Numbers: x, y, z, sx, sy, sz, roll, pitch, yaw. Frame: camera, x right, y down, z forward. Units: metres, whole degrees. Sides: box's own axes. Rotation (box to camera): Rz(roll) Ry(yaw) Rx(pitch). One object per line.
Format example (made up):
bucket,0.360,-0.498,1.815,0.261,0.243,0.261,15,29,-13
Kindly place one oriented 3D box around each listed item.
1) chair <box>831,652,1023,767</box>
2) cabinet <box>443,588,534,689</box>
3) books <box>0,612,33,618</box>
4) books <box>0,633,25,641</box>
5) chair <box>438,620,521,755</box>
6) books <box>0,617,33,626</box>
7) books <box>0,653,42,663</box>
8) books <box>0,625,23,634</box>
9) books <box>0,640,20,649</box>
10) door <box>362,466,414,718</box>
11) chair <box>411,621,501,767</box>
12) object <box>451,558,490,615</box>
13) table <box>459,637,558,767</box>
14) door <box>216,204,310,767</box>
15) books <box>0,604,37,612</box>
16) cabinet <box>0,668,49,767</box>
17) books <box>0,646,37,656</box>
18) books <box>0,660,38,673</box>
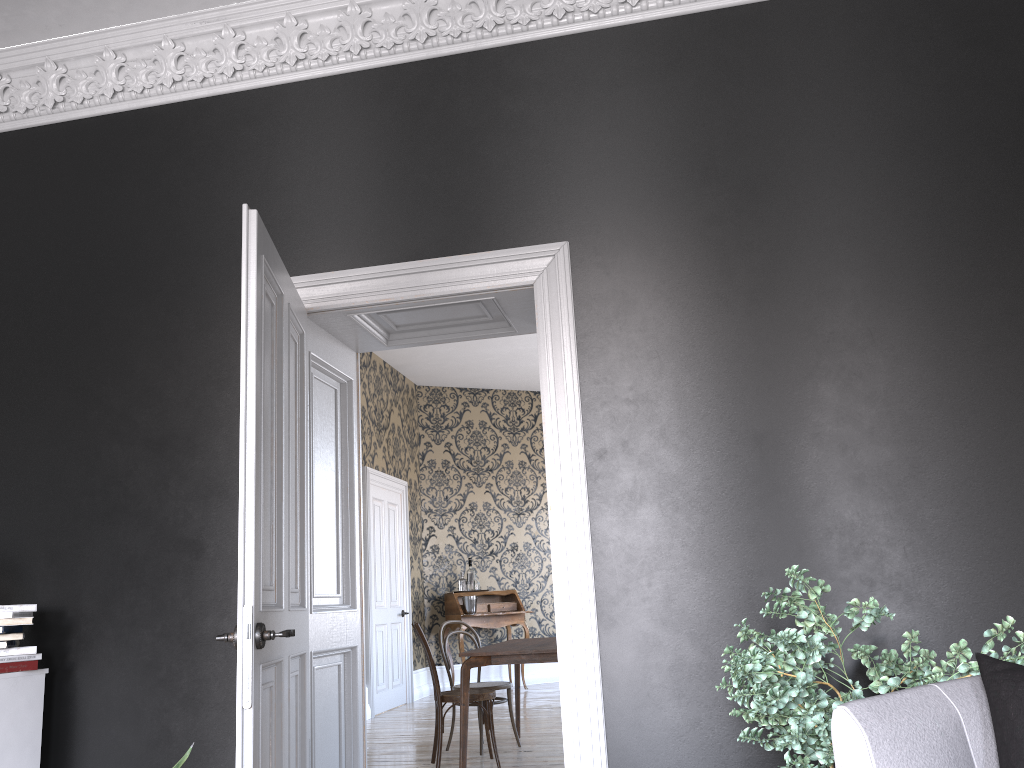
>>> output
chair,1.224,0.986,1.723,0.771,0.859,0.821,7,-17,-38
cabinet,-0.254,3.093,10.710,0.913,1.194,0.908,3,-14,-24
books,-2.166,0.972,3.707,0.220,0.024,0.308,0,-14,-14
books,-2.178,1.054,3.675,0.290,0.030,0.193,-15,-18,40
chair,-0.257,2.223,6.589,0.439,0.919,0.552,8,-17,-41
books,-2.166,0.993,3.681,0.307,0.030,0.221,-15,-18,39
books,-2.142,1.130,3.625,0.229,0.025,0.320,-8,-15,20
books,-2.170,1.021,3.670,0.193,0.030,0.291,0,-14,-15
books,-2.172,1.080,3.660,0.203,0.029,0.270,2,-15,-19
door,-1.344,2.256,9.754,0.136,2.531,1.400,-6,-13,10
chair,-0.380,2.058,5.939,0.540,0.945,0.422,-1,-13,-10
object,-0.477,2.488,10.948,0.441,0.679,0.634,2,-14,-20
table,0.251,2.183,6.145,0.851,0.751,1.803,-6,-14,10
door,-0.822,0.685,3.203,0.216,2.364,1.102,-3,-13,-2
books,-2.183,0.938,3.676,0.221,0.030,0.307,-11,-16,29
cabinet,-3.169,1.688,3.606,2.397,0.878,0.572,-6,-13,10
books,-2.169,1.106,3.644,0.229,0.031,0.319,-15,-18,39
books,-2.136,1.158,3.609,0.235,0.038,0.295,-14,-17,36
